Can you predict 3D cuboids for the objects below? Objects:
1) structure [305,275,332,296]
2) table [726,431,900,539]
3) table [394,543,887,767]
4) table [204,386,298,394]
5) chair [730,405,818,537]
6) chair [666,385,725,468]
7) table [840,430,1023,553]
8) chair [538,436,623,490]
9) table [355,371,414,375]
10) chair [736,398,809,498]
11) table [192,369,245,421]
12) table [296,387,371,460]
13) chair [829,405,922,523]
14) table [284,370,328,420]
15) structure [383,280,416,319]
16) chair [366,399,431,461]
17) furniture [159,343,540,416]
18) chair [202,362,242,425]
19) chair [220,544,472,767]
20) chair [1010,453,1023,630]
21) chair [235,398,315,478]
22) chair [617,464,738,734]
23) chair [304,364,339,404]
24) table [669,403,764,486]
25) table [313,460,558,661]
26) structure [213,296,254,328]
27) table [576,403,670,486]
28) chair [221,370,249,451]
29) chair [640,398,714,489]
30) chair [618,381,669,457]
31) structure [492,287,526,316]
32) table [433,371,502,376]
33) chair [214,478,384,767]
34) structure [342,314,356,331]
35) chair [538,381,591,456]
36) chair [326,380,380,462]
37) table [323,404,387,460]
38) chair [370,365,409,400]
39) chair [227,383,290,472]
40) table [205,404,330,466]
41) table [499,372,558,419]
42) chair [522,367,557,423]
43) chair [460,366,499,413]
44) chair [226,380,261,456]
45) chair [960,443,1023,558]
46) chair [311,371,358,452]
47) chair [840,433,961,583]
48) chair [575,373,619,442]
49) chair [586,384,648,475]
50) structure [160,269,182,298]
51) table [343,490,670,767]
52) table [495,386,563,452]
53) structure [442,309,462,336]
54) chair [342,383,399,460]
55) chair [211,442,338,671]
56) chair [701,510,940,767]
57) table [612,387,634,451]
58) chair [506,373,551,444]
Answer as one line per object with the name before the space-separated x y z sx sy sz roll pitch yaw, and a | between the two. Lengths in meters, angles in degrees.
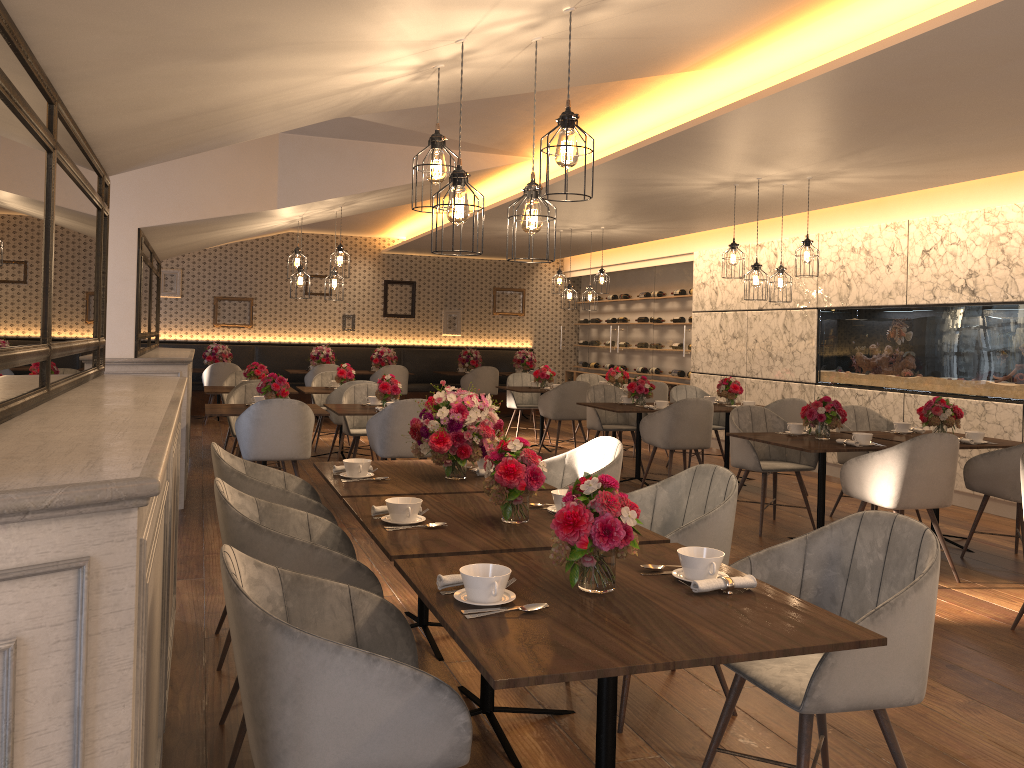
structure | -3.147 -1.606 14.413 0.449 0.345 0.016 1 0 -19
table | 2.035 0.727 5.824 0.896 0.721 0.897 1 2 -19
table | 0.232 0.879 2.190 0.896 0.721 0.897 1 2 -19
table | -2.731 0.413 9.188 0.896 0.721 0.897 1 2 -19
chair | 1.870 0.612 6.462 0.564 0.872 0.527 1 1 -19
chair | 1.920 0.461 9.212 0.564 0.872 0.527 1 1 -19
table | 2.940 0.734 6.142 0.896 0.721 0.897 1 2 -19
chair | 0.232 0.691 4.221 0.526 0.872 0.565 1 1 -19
table | -2.075 0.175 13.818 0.896 0.721 0.897 1 2 -19
chair | 2.346 0.542 7.954 0.564 0.872 0.527 1 1 -19
table | -4.315 0.158 13.030 0.896 0.721 0.897 1 2 -19
table | -1.827 0.419 9.507 0.896 0.721 0.897 1 2 -19
chair | 2.775 0.619 6.780 0.564 0.872 0.527 1 1 -19
table | -2.979 0.168 13.500 0.896 0.721 0.897 1 2 -19
structure | -1.886 -1.420 14.855 0.544 0.632 0.035 1 0 -19
chair | -0.795 0.527 6.694 0.564 0.872 0.527 1 1 -19
furniture | -2.899 -0.049 14.202 7.085 1.082 0.542 0 1 -19
chair | -4.054 0.123 12.410 0.564 0.872 0.527 1 1 -19
chair | -0.392 0.798 1.992 0.526 0.872 0.565 1 1 -19
chair | 2.691 0.763 4.124 0.564 0.872 0.527 1 1 -19
chair | -1.700 0.520 6.376 0.564 0.872 0.527 1 1 -19
chair | 0.543 0.749 3.335 0.526 0.872 0.565 1 1 -19
chair | -2.719 0.133 12.879 0.564 0.872 0.527 1 1 -19
table | 2.086 0.577 8.574 0.896 0.721 0.897 1 2 -19
table | -0.391 0.765 3.962 0.896 0.721 0.897 1 2 -19
structure | -4.394 -1.130 13.967 0.601 0.485 0.032 1 0 -19
table | 1.181 0.570 8.256 0.896 0.721 0.897 1 2 -19
chair | -2.941 0.297 9.811 0.564 0.872 0.527 1 1 -19
chair | 1.441 0.535 7.636 0.564 0.872 0.527 1 1 -19
chair | 1.524 0.391 10.292 0.564 0.872 0.527 1 1 -19
structure | -0.048 -1.438 15.493 0.601 0.485 0.032 1 0 -19
table | -0.739 0.185 14.287 0.896 0.721 0.897 1 2 -19
chair | -0.703 0.740 2.878 0.526 0.872 0.565 1 1 -19
structure | -2.685 -1.006 14.577 0.216 0.277 0.018 1 0 -19
chair | 0.620 0.384 9.973 0.564 0.872 0.527 1 1 -19
chair | -1.566 0.385 8.886 0.564 0.872 0.527 1 1 -19
table | -1.056 0.561 7.313 0.896 0.721 0.897 1 2 -19
chair | -1.814 0.140 13.197 0.564 0.872 0.527 1 1 -19
chair | -2.170 0.439 7.618 0.564 0.872 0.527 1 1 -19
table | -1.961 0.554 6.996 0.896 0.721 0.897 1 2 -19
table | 0.166 0.192 14.605 0.896 0.721 0.897 1 2 -19
chair | 0.426 0.157 13.985 0.564 0.872 0.527 1 1 -19
chair | -0.478 0.150 13.667 0.564 0.872 0.527 1 1 -19
chair | -2.471 0.378 8.568 0.564 0.872 0.527 1 1 -19
chair | 3.201 0.700 5.522 0.564 0.872 0.527 1 1 -19
chair | -2.036 0.304 10.129 0.564 0.872 0.527 1 1 -19
chair | 2.296 0.693 5.204 0.564 0.872 0.527 1 1 -19
chair | 1.098 0.310 11.550 0.564 0.872 0.527 1 1 -19
chair | 1.015 0.454 8.894 0.564 0.872 0.527 1 1 -19
structure | -5.279 -1.554 13.654 0.340 0.440 0.034 1 0 -19
table | -0.079 0.822 3.076 0.896 0.721 0.897 1 2 -19
table | 0.359 0.418 10.594 0.896 0.721 0.897 1 2 -19
structure | -1.026 -1.051 15.152 0.340 0.440 0.034 1 0 -19
chair | -1.265 0.446 7.936 0.564 0.872 0.527 1 1 -19
chair | -1.015 0.683 3.764 0.526 0.872 0.565 1 1 -19
chair | 0.855 0.806 2.449 0.526 0.872 0.565 1 1 -19
table | 1.264 0.425 10.912 0.896 0.721 0.897 1 2 -19
chair | 0.194 0.303 11.232 0.564 0.872 0.527 1 1 -19
